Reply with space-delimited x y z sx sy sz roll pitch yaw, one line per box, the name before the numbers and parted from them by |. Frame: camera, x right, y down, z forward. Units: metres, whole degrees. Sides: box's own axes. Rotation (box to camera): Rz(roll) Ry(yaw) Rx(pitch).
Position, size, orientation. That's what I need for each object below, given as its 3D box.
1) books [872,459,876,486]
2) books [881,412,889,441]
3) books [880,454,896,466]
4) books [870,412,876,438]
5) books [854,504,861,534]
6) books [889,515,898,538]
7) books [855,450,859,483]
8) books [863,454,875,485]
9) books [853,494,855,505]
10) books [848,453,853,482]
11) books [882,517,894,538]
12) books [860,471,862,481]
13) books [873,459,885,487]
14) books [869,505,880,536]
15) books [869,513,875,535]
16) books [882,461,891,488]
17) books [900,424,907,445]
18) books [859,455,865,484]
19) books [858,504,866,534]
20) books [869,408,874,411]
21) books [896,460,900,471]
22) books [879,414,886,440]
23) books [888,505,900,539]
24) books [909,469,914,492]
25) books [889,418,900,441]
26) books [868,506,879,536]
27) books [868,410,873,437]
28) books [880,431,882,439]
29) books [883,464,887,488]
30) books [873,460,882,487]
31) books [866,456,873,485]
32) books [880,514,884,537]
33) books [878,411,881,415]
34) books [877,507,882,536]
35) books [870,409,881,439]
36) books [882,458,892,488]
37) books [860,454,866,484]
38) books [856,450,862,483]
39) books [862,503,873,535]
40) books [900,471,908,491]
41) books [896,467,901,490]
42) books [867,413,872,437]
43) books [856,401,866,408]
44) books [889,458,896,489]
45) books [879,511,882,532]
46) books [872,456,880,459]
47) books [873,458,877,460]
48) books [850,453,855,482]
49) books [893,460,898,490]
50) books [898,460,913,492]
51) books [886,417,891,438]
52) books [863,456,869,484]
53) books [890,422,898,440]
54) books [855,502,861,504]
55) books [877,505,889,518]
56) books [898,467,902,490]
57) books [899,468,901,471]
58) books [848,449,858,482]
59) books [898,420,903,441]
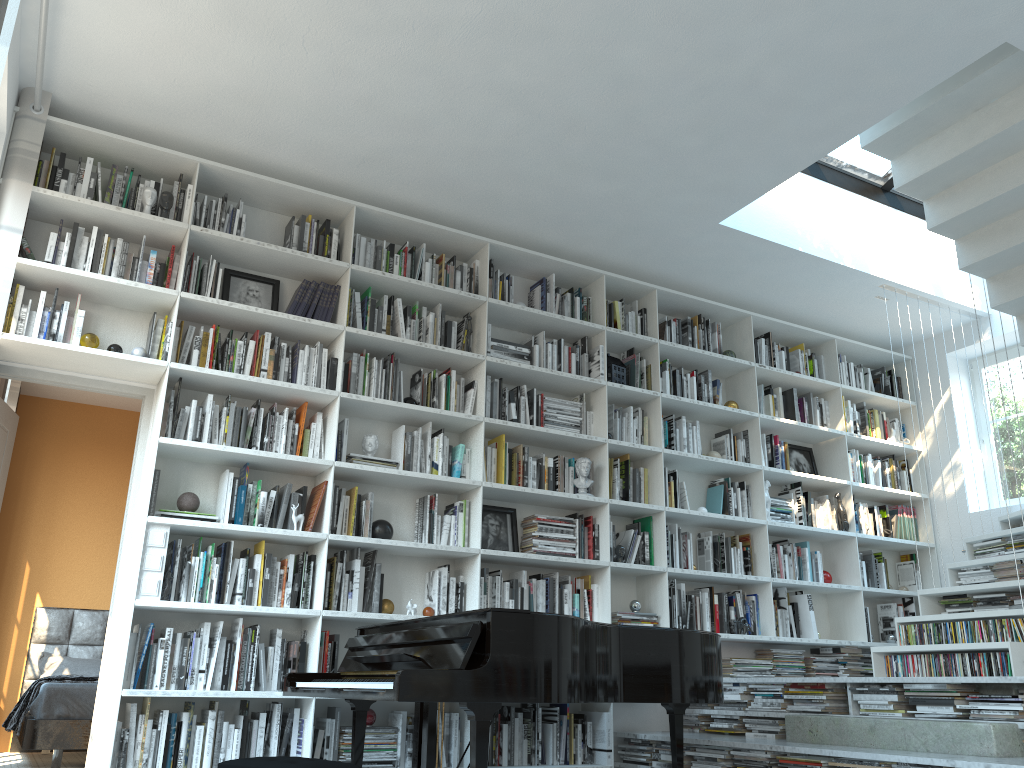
books | 2.684 0.708 6.723 0.012 0.253 0.161 11 -21 -27
books | 2.853 0.375 6.919 0.023 0.286 0.163 11 -21 -27
books | 2.920 0.720 6.861 0.013 0.329 0.140 11 -21 -27
books | 2.678 0.341 6.730 0.013 0.221 0.175 11 -21 -27
books | 2.461 1.011 6.469 0.022 0.242 0.171 11 -21 -27
books | 2.809 1.096 6.649 0.089 0.216 0.167 11 -21 -27
books | 2.514 0.652 6.635 0.022 0.296 0.162 11 -21 -27
books | 2.648 0.682 6.693 0.030 0.282 0.166 11 -21 -27
books | 2.468 0.981 6.505 0.012 0.321 0.142 11 -21 -27
books | 2.435 0.651 6.562 0.023 0.246 0.182 11 -21 -27
books | 2.744 1.091 6.593 0.024 0.180 0.191 11 -21 -27
books | 2.543 0.715 6.635 0.027 0.179 0.157 11 -21 -27
books | 2.745 0.713 6.740 0.023 0.257 0.184 11 -21 -27
books | 2.643 1.044 6.581 0.029 0.258 0.172 11 -21 -27
books | 2.583 1.059 6.522 0.023 0.188 0.170 11 -21 -27
books | 2.816 0.733 6.786 0.025 0.251 0.160 11 -21 -27
books | 3.035 0.439 6.987 0.011 0.216 0.170 11 -21 -27
books | 2.567 0.676 6.646 0.013 0.259 0.158 11 -21 -27
books | 2.494 1.015 6.485 0.026 0.245 0.181 11 -21 -27
books | 2.747 0.349 6.862 0.010 0.294 0.165 11 -21 -27
books | 2.935 0.742 6.853 0.013 0.282 0.149 11 -21 -27
books | 2.828 0.378 6.891 0.022 0.260 0.161 11 -21 -27
books | 2.844 1.066 6.681 0.072 0.290 0.169 11 -21 -27
books | 3.033 0.788 6.883 0.021 0.218 0.184 11 -21 -27
books | 2.974 0.414 6.982 0.029 0.257 0.163 11 -21 -27
books | 2.626 1.043 6.559 0.022 0.246 0.181 11 -21 -27
books | 2.663 0.334 6.735 0.012 0.237 0.166 11 -21 -27
books | 2.793 0.416 6.882 0.034 0.182 0.157 11 -21 -27
books | 2.787 0.739 6.781 0.028 0.236 0.146 11 -21 -27
books | 2.719 0.712 6.718 0.045 0.244 0.177 11 -21 -27
books | 2.627 0.686 6.674 0.022 0.261 0.173 11 -21 -27
books | 2.708 1.087 6.622 0.014 0.206 0.138 11 -21 -27
books | 2.832 0.372 6.922 0.011 0.293 0.151 11 -21 -27
books | 2.678 1.056 6.607 0.012 0.253 0.161 11 -21 -27
books | 2.692 0.342 6.765 0.042 0.241 0.248 11 -21 -27
books | 2.837 0.720 6.792 0.012 0.282 0.152 11 -21 -27
books | 2.580 0.677 6.664 0.025 0.270 0.153 11 -21 -27
books | 2.534 0.654 6.633 0.012 0.291 0.166 11 -21 -27
books | 2.549 1.018 6.516 0.056 0.260 0.177 11 -21 -27
books | 2.960 0.783 6.835 0.029 0.194 0.192 11 -21 -27
books | 2.892 0.762 6.802 0.025 0.211 0.189 11 -21 -27
books | 2.635 0.341 6.709 0.014 0.205 0.184 11 -21 -27
books | 2.622 0.294 6.712 0.022 0.295 0.152 11 -21 -27
books | 2.849 0.724 6.794 0.013 0.276 0.188 11 -21 -27
books | 2.692 1.063 6.617 0.025 0.248 0.134 11 -21 -27
books | 2.765 0.708 6.777 0.024 0.290 0.132 11 -21 -27
books | 2.748 0.715 6.770 0.010 0.272 0.130 11 -21 -27
books | 2.461 0.657 6.589 0.026 0.255 0.174 11 -21 -27
books | 2.869 0.731 6.800 0.028 0.267 0.174 11 -21 -27
books | 3.006 0.748 6.879 0.042 0.291 0.186 11 -21 -27
books | 2.895 0.397 6.932 0.070 0.253 0.154 11 -21 -27
books | 2.606 0.684 6.665 0.024 0.258 0.157 11 -21 -27
books | 2.936 0.424 6.945 0.023 0.213 0.181 11 -21 -27
books | 2.509 1.013 6.509 0.022 0.264 0.157 11 -21 -27
books | 2.753 1.057 6.643 0.026 0.277 0.170 11 -21 -27
books | 2.910 0.764 6.822 0.025 0.219 0.178 11 -21 -27
books | 2.966 0.780 6.881 0.024 0.229 0.131 11 -21 -27
books | 2.486 0.642 6.591 0.014 0.284 0.186 11 -21 -27
books | 3.004 0.425 6.995 0.040 0.245 0.160 11 -21 -27
